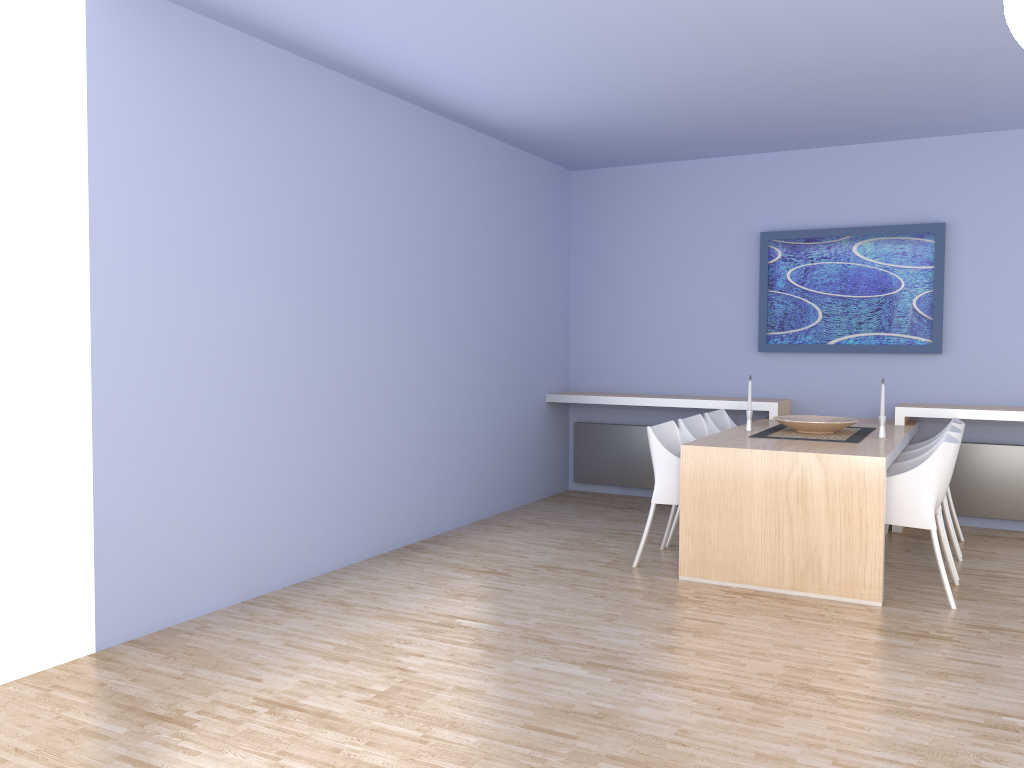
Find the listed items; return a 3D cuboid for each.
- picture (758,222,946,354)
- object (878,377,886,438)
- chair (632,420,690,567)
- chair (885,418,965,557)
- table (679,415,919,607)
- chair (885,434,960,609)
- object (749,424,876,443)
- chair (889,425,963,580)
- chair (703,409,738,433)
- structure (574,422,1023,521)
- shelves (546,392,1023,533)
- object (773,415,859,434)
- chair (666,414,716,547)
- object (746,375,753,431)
[{"bbox_3d":[2.429,-0.676,6.417,1.252,0.901,0.049,2,3,28],"label":"picture"},{"bbox_3d":[2.136,0.134,5.113,0.045,0.349,0.045,2,3,28],"label":"object"},{"bbox_3d":[1.006,0.627,5.067,0.486,0.793,0.510,2,3,28],"label":"chair"},{"bbox_3d":[2.576,0.613,5.569,0.486,0.793,0.510,2,3,28],"label":"chair"},{"bbox_3d":[1.882,0.649,5.493,1.002,0.718,2.340,2,3,28],"label":"table"},{"bbox_3d":[2.018,0.658,4.527,0.486,0.793,0.510,2,3,28],"label":"chair"},{"bbox_3d":[1.842,0.293,5.378,0.594,0.005,0.986,2,3,28],"label":"object"},{"bbox_3d":[2.299,0.635,5.052,0.486,0.793,0.510,2,3,29],"label":"chair"},{"bbox_3d":[1.548,0.583,6.079,0.486,0.793,0.510,2,3,28],"label":"chair"},{"bbox_3d":[2.230,0.626,6.579,3.843,0.503,0.064,2,3,28],"label":"structure"},{"bbox_3d":[2.087,0.546,6.447,3.901,0.840,0.463,2,3,28],"label":"shelves"},{"bbox_3d":[1.840,0.251,5.380,0.493,0.081,0.493,-2,4,-43],"label":"object"},{"bbox_3d":[1.277,0.605,5.573,0.486,0.793,0.510,2,3,28],"label":"chair"},{"bbox_3d":[1.466,0.113,5.471,0.045,0.349,0.045,-1,3,-20],"label":"object"}]
